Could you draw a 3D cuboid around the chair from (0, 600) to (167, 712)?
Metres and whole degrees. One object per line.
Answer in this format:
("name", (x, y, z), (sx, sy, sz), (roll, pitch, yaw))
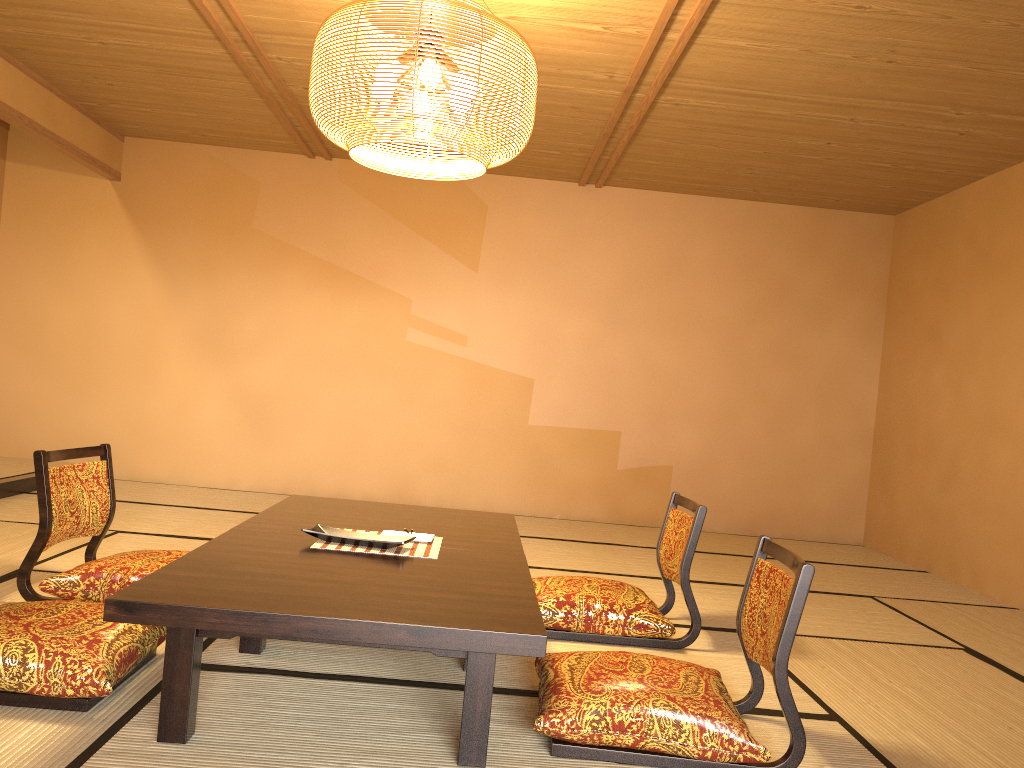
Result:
("chair", (-1.330, 0.529, 2.452), (0.699, 0.546, 0.582), (5, 0, -3))

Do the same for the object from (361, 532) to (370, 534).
("object", (-0.535, 0.520, 3.043), (0.099, 0.013, 0.067), (6, -1, -19))

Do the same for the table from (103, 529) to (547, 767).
("table", (-0.448, 0.707, 2.494), (0.995, 0.357, 0.994), (5, 0, -2))

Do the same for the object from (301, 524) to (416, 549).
("object", (-0.502, 0.506, 2.903), (0.349, 0.039, 0.129), (5, -1, 11))

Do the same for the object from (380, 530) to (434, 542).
("object", (-0.365, 0.533, 3.086), (0.180, 0.014, 0.130), (5, -1, 0))

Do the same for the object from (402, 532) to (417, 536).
("object", (-0.358, 0.528, 3.100), (0.050, 0.018, 0.015), (5, 0, -5))

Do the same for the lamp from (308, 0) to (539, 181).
("lamp", (-0.295, -1.194, 3.144), (0.798, 0.826, 0.799), (5, 0, 22))

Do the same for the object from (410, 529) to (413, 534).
("object", (-0.359, 0.529, 3.173), (0.006, 0.030, 0.229), (5, -1, -5))

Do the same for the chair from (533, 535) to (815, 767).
("chair", (0.420, 0.693, 2.457), (0.686, 0.546, 0.582), (5, 0, 2))

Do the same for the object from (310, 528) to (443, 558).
("object", (-0.442, 0.533, 2.988), (0.401, 0.003, 0.398), (5, -1, -2))

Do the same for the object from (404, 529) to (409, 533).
("object", (-0.376, 0.527, 3.169), (0.006, 0.030, 0.229), (5, -1, -10))

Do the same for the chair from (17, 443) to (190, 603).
("chair", (-1.365, 0.534, 3.304), (0.686, 0.546, 0.582), (5, 0, 2))

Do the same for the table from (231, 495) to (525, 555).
("table", (-0.485, 0.714, 3.488), (0.995, 0.357, 0.994), (5, 0, -2))

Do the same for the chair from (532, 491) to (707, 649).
("chair", (0.375, 0.700, 3.544), (0.699, 0.546, 0.582), (5, 0, -3))
